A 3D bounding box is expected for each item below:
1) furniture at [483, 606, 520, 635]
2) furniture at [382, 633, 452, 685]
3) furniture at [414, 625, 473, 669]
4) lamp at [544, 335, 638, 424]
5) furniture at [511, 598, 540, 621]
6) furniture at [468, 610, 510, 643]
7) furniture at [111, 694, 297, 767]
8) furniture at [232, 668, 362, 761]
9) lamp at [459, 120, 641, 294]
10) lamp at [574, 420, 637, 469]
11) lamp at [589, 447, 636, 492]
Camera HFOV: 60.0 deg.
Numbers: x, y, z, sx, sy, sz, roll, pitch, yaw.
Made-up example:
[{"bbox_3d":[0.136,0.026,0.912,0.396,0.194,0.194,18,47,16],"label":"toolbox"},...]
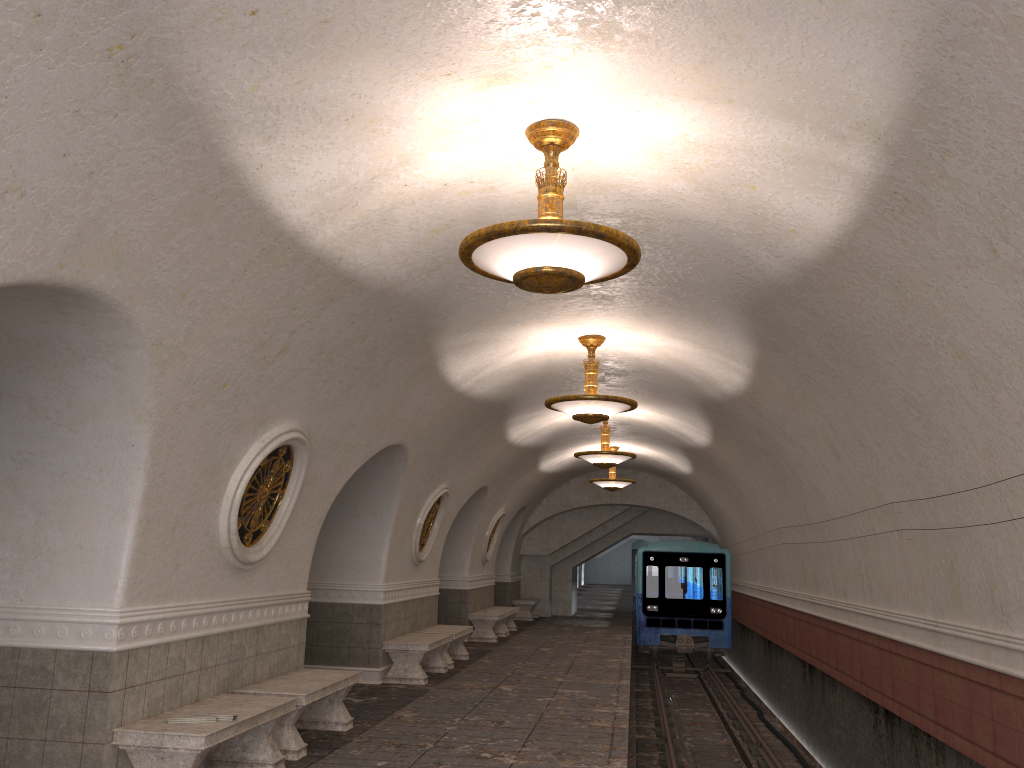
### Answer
[{"bbox_3d":[-0.236,5.166,19.385,0.613,0.508,1.509,0,-11,8],"label":"furniture"},{"bbox_3d":[-1.261,3.687,11.956,0.613,0.508,1.509,0,-11,8],"label":"furniture"},{"bbox_3d":[-1.036,4.013,13.590,0.613,0.508,1.509,0,-11,8],"label":"furniture"},{"bbox_3d":[0.863,-0.032,9.669,1.008,0.955,1.008,-3,-12,23],"label":"lamp"},{"bbox_3d":[0.383,6.061,23.876,0.613,0.508,1.509,0,-11,8],"label":"furniture"},{"bbox_3d":[-0.462,4.841,17.751,0.613,0.508,1.509,0,-11,8],"label":"furniture"},{"bbox_3d":[-2.068,2.522,6.104,0.613,0.508,1.509,0,-11,8],"label":"furniture"},{"bbox_3d":[-1.843,2.847,7.739,0.613,0.508,1.509,0,-11,8],"label":"furniture"},{"bbox_3d":[0.216,-0.966,4.975,1.008,0.955,1.008,3,-11,-8],"label":"lamp"},{"bbox_3d":[1.510,0.903,14.361,1.008,0.955,1.008,-3,-12,23],"label":"lamp"},{"bbox_3d":[2.158,1.837,19.055,1.008,0.955,1.008,10,-14,-35],"label":"lamp"}]
